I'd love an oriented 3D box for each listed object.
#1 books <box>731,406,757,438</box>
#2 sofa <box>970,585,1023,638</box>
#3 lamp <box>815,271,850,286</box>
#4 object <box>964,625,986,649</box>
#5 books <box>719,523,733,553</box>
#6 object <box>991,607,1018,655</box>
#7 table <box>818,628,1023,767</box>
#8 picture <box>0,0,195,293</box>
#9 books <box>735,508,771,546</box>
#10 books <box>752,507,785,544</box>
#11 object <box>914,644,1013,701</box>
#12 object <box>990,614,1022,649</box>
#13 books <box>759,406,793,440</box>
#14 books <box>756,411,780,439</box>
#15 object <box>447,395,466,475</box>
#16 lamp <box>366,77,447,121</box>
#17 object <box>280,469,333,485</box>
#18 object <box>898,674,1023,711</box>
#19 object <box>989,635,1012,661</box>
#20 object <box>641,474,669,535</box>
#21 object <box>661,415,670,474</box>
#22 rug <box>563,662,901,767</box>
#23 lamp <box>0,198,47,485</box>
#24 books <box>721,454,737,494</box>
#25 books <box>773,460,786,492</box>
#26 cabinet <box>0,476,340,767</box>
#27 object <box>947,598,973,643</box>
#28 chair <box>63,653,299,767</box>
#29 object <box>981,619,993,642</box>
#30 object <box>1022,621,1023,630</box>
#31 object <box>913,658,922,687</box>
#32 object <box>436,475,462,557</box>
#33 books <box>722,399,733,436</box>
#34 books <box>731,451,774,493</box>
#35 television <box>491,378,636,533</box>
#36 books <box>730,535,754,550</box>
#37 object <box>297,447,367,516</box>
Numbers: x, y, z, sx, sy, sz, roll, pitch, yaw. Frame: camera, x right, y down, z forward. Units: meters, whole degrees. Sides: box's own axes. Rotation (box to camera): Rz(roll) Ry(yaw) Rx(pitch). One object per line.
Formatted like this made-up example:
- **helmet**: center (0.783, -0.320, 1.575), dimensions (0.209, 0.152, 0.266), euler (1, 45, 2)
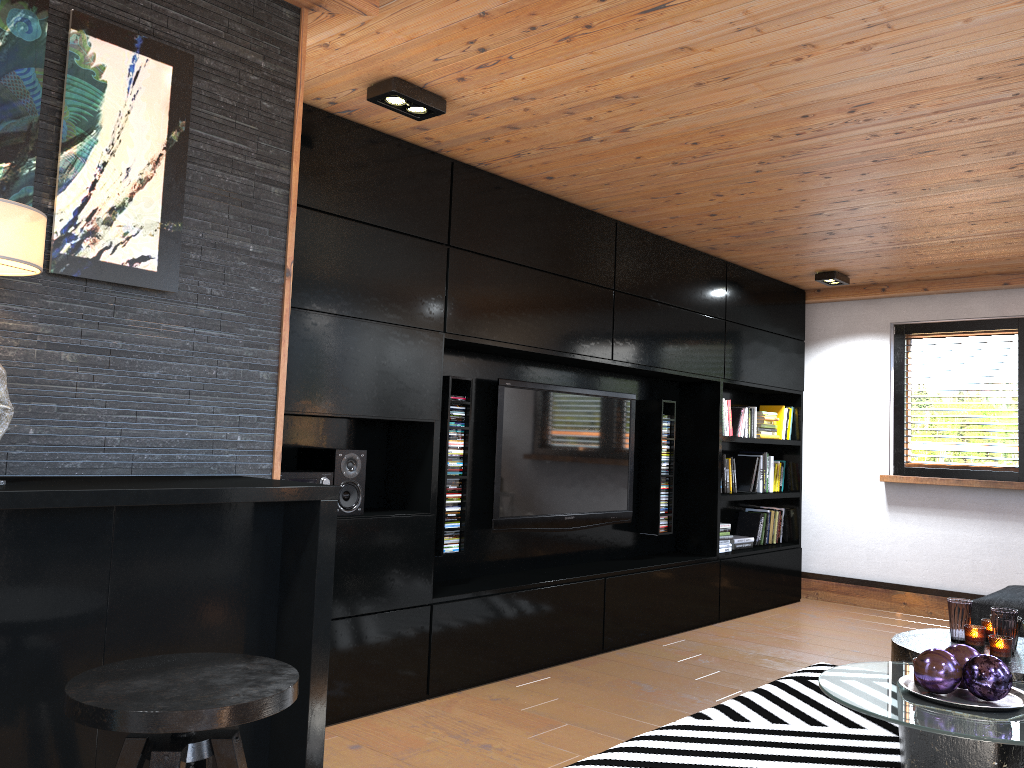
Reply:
- **books**: center (1.628, 0.275, 6.455), dimensions (0.180, 0.233, 0.287), euler (-2, -6, 44)
- **sofa**: center (2.596, 1.028, 3.260), dimensions (2.063, 0.819, 3.123), euler (-1, -5, 41)
- **lamp**: center (2.267, -0.750, 6.271), dimensions (0.153, 0.068, 0.264), euler (-1, -5, 41)
- **object**: center (1.822, 0.996, 3.489), dimensions (0.080, 0.081, 0.078), euler (5, -5, -34)
- **books**: center (1.344, 1.050, 6.081), dimensions (0.306, 0.188, 0.256), euler (6, -5, -42)
- **object**: center (1.896, 0.951, 3.414), dimensions (0.094, 0.168, 0.095), euler (1, -4, 12)
- **table**: center (1.669, 1.191, 3.098), dimensions (0.885, 0.372, 1.541), euler (-1, -5, 42)
- **picture**: center (-1.108, -0.551, 1.821), dimensions (0.010, 0.594, 0.936), euler (-2, -6, 41)
- **books**: center (1.807, 1.069, 6.637), dimensions (0.204, 0.256, 0.247), euler (-1, -5, 40)
- **books**: center (1.946, 1.081, 6.795), dimensions (0.210, 0.261, 0.254), euler (-1, -6, 41)
- **object**: center (1.470, 0.936, 2.897), dimensions (0.282, 0.143, 0.266), euler (0, -4, 25)
- **object**: center (1.957, 0.984, 3.514), dimensions (0.113, 0.122, 0.114), euler (1, -4, 17)
- **books**: center (2.035, 0.300, 6.834), dimensions (0.210, 0.261, 0.212), euler (-1, -6, 41)
- **books**: center (1.842, 0.310, 6.650), dimensions (0.257, 0.197, 0.299), euler (-2, -6, 44)
- **object**: center (-0.320, 0.246, 4.263), dimensions (0.123, 0.380, 0.126), euler (-2, -6, 41)
- **lamp**: center (-0.384, -1.050, 3.253), dimensions (0.153, 0.068, 0.264), euler (-1, -5, 41)
- **object**: center (-0.899, 0.386, 3.497), dimensions (0.267, 0.088, 0.288), euler (-1, -5, 41)
- **object**: center (1.467, 1.000, 2.875), dimensions (0.398, 0.022, 0.390), euler (4, -4, -30)
- **object**: center (1.820, 0.984, 3.303), dimensions (0.080, 0.081, 0.078), euler (5, -5, -34)
- **object**: center (0.907, 0.763, 5.647), dimensions (0.123, 0.379, 0.126), euler (-2, -6, 41)
- **object**: center (0.922, 0.386, 5.677), dimensions (0.123, 0.380, 0.126), euler (-2, -6, 41)
- **rug**: center (1.311, 1.375, 3.149), dimensions (1.641, 0.020, 2.933), euler (-1, -5, 41)
- **lamp**: center (-1.019, -0.074, 1.636), dimensions (0.244, 0.516, 0.250), euler (-2, -6, 45)
- **books**: center (1.451, 0.627, 6.224), dimensions (0.207, 0.270, 0.239), euler (-1, -6, 41)
- **books**: center (1.958, 0.704, 6.800), dimensions (0.187, 0.238, 0.293), euler (-1, -5, 40)
- **cabinet**: center (-1.113, 0.677, 1.502), dimensions (0.424, 1.011, 1.643), euler (-2, -5, 41)
- **object**: center (1.816, 0.960, 3.594), dimensions (0.094, 0.168, 0.095), euler (1, -4, 12)
- **chair**: center (-0.557, 0.851, 1.451), dimensions (0.388, 0.722, 0.397), euler (-1, -6, 41)
- **object**: center (1.968, 1.011, 3.634), dimensions (0.080, 0.081, 0.078), euler (5, -5, -34)
- **object**: center (2.083, 1.001, 3.529), dimensions (0.093, 0.099, 0.092), euler (3, -4, -12)
- **object**: center (1.391, 0.971, 2.983), dimensions (0.080, 0.081, 0.078), euler (5, -5, -34)
- **object**: center (-0.335, 0.623, 4.233), dimensions (0.123, 0.379, 0.126), euler (-2, -6, 41)
- **books**: center (1.360, 0.220, 6.059), dimensions (0.205, 0.270, 0.243), euler (-1, -6, 41)
- **books**: center (1.753, 0.648, 6.548), dimensions (0.219, 0.296, 0.349), euler (-1, -5, 41)
- **television**: center (0.319, 0.422, 5.012), dimensions (0.050, 0.814, 1.266), euler (-2, -6, 41)
- **books**: center (1.573, 1.133, 6.352), dimensions (0.207, 0.073, 0.269), euler (-1, -5, 44)
- **object**: center (-0.750, 0.401, 3.671), dimensions (0.262, 0.266, 0.158), euler (-1, -6, 41)
